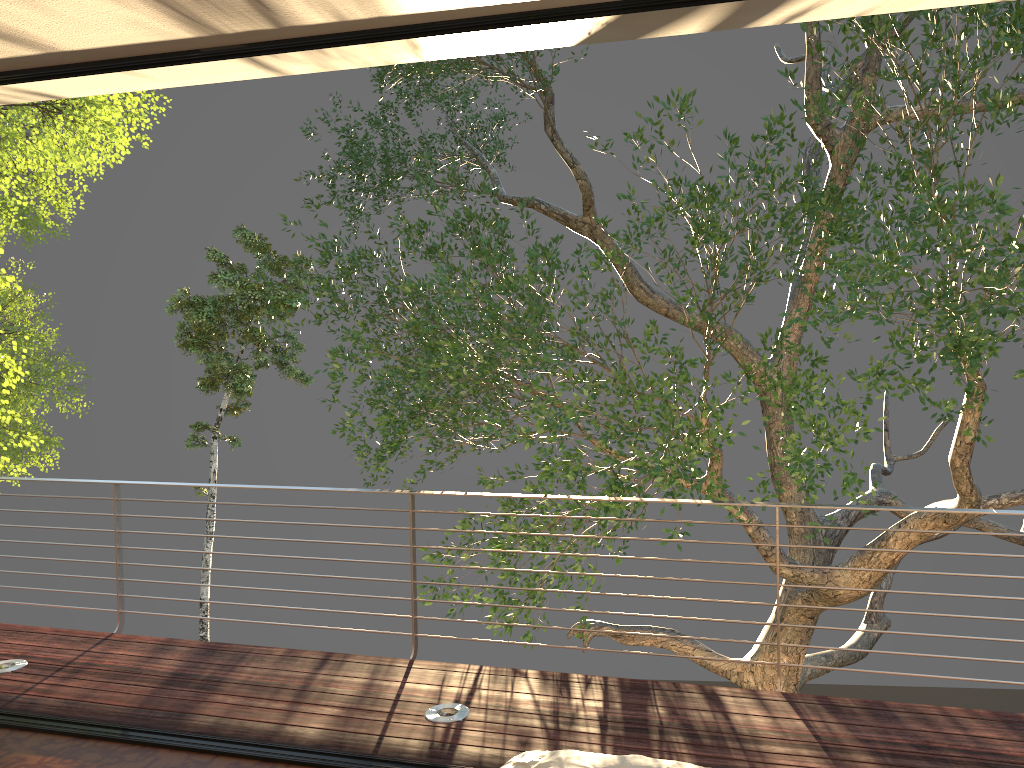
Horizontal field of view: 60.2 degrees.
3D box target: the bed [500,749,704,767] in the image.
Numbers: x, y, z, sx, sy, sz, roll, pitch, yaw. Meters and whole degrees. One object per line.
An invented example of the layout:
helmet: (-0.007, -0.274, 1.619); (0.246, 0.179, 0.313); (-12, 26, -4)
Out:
bed: (0.496, 1.056, 0.887); (1.795, 0.712, 2.195); (0, 3, 18)
